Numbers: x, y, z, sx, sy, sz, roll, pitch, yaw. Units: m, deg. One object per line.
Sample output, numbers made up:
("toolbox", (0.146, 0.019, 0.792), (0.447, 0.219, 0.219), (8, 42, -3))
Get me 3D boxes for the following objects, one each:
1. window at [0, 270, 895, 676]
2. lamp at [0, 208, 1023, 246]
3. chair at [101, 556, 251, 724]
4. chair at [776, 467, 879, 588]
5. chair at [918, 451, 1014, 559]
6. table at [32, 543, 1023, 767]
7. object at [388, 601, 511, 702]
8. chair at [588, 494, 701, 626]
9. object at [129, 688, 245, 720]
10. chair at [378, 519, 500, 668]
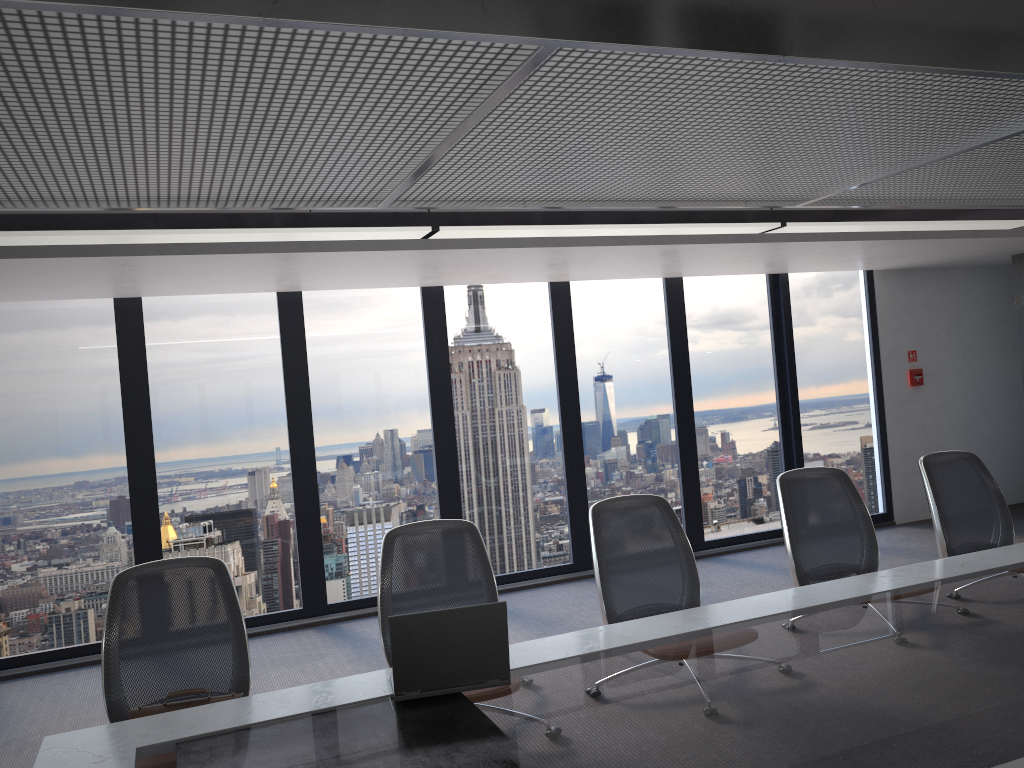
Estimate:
("window", (-0.566, 0.410, 7.247), (9.225, 2.670, 0.121), (-5, 0, -22))
("lamp", (1.215, -1.307, 2.792), (6.097, 0.908, 4.126), (-5, 0, -22))
("chair", (-1.056, 1.212, 2.939), (0.828, 1.166, 0.789), (-5, 0, 32))
("chair", (1.642, 0.991, 4.104), (0.828, 1.166, 0.789), (-5, 0, 38))
("chair", (2.458, 0.924, 4.333), (0.828, 1.166, 0.789), (-5, 0, 32))
("table", (1.501, 1.204, 2.825), (5.498, 0.745, 1.898), (-5, 0, -22))
("object", (-0.214, 0.832, 2.873), (0.366, 0.277, 0.308), (-5, 0, -11))
("chair", (0.701, 1.068, 3.636), (0.828, 1.166, 0.789), (-5, 0, 32))
("object", (-1.083, 1.183, 2.981), (0.378, 0.308, 0.138), (-5, 0, -11))
("chair", (-0.203, 1.142, 3.349), (0.828, 1.166, 0.789), (-5, 0, 43))
